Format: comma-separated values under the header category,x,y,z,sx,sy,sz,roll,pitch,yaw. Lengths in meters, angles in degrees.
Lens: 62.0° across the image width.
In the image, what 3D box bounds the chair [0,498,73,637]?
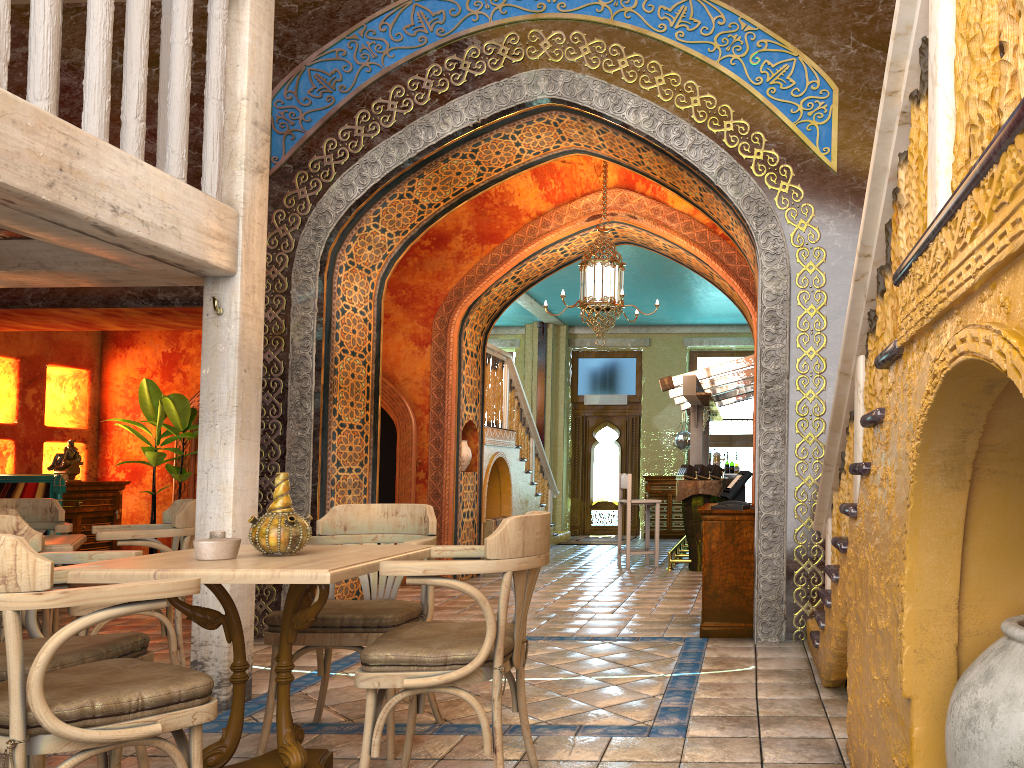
category,x,y,z,sx,sy,sz,roll,pitch,yaw
chair,-3.333,1.339,5.504,0.864,1.178,0.626,2,-3,-28

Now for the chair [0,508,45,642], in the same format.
category,x,y,z,sx,sy,sz,roll,pitch,yaw
chair,-2.815,1.202,4.206,0.871,1.178,0.620,2,-3,-32

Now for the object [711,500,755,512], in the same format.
category,x,y,z,sx,sy,sz,roll,pitch,yaw
object,1.821,1.010,7.052,0.369,0.086,0.352,-3,-6,24

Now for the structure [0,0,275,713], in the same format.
category,x,y,z,sx,sy,sz,roll,pitch,yaw
structure,-7.190,-1.560,1.886,9.630,6.481,7.082,0,-4,7

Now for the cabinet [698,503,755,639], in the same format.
category,x,y,z,sx,sy,sz,roll,pitch,yaw
cabinet,1.932,1.618,7.586,0.477,1.052,1.547,0,-5,14

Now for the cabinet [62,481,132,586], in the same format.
category,x,y,z,sx,sy,sz,roll,pitch,yaw
cabinet,-4.993,1.698,9.282,0.595,1.256,1.521,0,-4,14

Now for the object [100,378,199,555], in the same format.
category,x,y,z,sx,sy,sz,roll,pitch,yaw
object,-3.984,1.195,10.007,1.061,2.420,1.350,-1,-3,34

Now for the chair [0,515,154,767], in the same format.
category,x,y,z,sx,sy,sz,roll,pitch,yaw
chair,-1.900,1.104,3.282,0.698,1.178,0.784,0,-3,4

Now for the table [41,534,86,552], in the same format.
category,x,y,z,sx,sy,sz,roll,pitch,yaw
table,-3.086,1.376,4.834,1.102,0.947,0.898,2,-4,-26

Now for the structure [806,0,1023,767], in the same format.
category,x,y,z,sx,sy,sz,roll,pitch,yaw
structure,2.524,0.246,4.170,1.777,3.138,6.692,0,-5,15

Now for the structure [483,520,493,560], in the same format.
category,x,y,z,sx,sy,sz,roll,pitch,yaw
structure,-0.195,2.246,12.017,0.105,0.687,1.049,0,-5,15

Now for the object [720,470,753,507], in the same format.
category,x,y,z,sx,sy,sz,roll,pitch,yaw
object,1.964,0.922,7.512,0.255,0.317,0.456,0,-5,3

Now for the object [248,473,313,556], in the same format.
category,x,y,z,sx,sy,sz,roll,pitch,yaw
object,-0.944,0.531,3.483,0.219,0.335,0.245,-1,-3,18

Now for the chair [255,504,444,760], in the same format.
category,x,y,z,sx,sy,sz,roll,pitch,yaw
chair,-0.778,1.213,4.341,0.767,1.178,0.712,0,-3,7

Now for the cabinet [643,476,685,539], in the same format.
category,x,y,z,sx,sy,sz,roll,pitch,yaw
cabinet,3.265,2.543,17.531,1.097,1.302,0.628,0,-3,5

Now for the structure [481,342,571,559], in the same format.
category,x,y,z,sx,sy,sz,roll,pitch,yaw
structure,-0.459,1.300,14.212,1.739,3.138,6.084,0,-5,14

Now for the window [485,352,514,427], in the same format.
category,x,y,z,sx,sy,sz,roll,pitch,yaw
window,-0.766,1.022,18.177,1.512,3.416,0.089,0,-2,2

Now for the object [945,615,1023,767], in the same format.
category,x,y,z,sx,sy,sz,roll,pitch,yaw
object,1.481,1.092,2.211,0.697,0.928,0.697,0,-3,3

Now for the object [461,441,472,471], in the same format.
category,x,y,z,sx,sy,sz,roll,pitch,yaw
object,-0.640,0.907,10.735,0.230,0.384,0.274,-1,-3,26

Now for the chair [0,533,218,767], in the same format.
category,x,y,z,sx,sy,sz,roll,pitch,yaw
chair,-1.430,1.043,2.705,0.695,1.178,0.777,-2,-4,38

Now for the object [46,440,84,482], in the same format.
category,x,y,z,sx,sy,sz,roll,pitch,yaw
object,-4.957,0.850,9.452,0.165,0.469,0.354,0,-3,15

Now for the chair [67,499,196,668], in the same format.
category,x,y,z,sx,sy,sz,roll,pitch,yaw
chair,-2.328,1.315,5.288,0.777,1.178,0.695,2,-4,-32

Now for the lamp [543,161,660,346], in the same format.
category,x,y,z,sx,sy,sz,roll,pitch,yaw
lamp,0.987,-1.589,9.278,1.261,2.363,1.154,0,-3,9

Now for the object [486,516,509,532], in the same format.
category,x,y,z,sx,sy,sz,roll,pitch,yaw
object,-0.189,2.157,12.003,0.146,0.554,0.914,0,-5,15

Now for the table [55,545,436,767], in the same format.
category,x,y,z,sx,sy,sz,roll,pitch,yaw
table,-1.015,1.203,3.473,1.031,1.002,1.085,0,-4,9

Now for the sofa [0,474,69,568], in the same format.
category,x,y,z,sx,sy,sz,roll,pitch,yaw
sofa,-5.241,1.436,7.097,1.133,1.368,2.571,-1,-5,13

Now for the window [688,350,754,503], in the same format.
category,x,y,z,sx,sy,sz,roll,pitch,yaw
window,4.483,0.994,17.986,1.512,3.416,0.089,0,-2,2

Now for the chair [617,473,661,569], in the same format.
category,x,y,z,sx,sy,sz,roll,pitch,yaw
chair,1.828,1.953,12.247,0.533,1.335,0.470,1,-2,-16

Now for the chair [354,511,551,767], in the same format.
category,x,y,z,sx,sy,sz,roll,pitch,yaw
chair,-0.207,1.129,3.546,0.698,1.178,0.784,0,-3,4

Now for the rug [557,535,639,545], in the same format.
category,x,y,z,sx,sy,sz,roll,pitch,yaw
rug,1.750,3.094,16.953,1.274,0.039,2.481,-1,-6,13
